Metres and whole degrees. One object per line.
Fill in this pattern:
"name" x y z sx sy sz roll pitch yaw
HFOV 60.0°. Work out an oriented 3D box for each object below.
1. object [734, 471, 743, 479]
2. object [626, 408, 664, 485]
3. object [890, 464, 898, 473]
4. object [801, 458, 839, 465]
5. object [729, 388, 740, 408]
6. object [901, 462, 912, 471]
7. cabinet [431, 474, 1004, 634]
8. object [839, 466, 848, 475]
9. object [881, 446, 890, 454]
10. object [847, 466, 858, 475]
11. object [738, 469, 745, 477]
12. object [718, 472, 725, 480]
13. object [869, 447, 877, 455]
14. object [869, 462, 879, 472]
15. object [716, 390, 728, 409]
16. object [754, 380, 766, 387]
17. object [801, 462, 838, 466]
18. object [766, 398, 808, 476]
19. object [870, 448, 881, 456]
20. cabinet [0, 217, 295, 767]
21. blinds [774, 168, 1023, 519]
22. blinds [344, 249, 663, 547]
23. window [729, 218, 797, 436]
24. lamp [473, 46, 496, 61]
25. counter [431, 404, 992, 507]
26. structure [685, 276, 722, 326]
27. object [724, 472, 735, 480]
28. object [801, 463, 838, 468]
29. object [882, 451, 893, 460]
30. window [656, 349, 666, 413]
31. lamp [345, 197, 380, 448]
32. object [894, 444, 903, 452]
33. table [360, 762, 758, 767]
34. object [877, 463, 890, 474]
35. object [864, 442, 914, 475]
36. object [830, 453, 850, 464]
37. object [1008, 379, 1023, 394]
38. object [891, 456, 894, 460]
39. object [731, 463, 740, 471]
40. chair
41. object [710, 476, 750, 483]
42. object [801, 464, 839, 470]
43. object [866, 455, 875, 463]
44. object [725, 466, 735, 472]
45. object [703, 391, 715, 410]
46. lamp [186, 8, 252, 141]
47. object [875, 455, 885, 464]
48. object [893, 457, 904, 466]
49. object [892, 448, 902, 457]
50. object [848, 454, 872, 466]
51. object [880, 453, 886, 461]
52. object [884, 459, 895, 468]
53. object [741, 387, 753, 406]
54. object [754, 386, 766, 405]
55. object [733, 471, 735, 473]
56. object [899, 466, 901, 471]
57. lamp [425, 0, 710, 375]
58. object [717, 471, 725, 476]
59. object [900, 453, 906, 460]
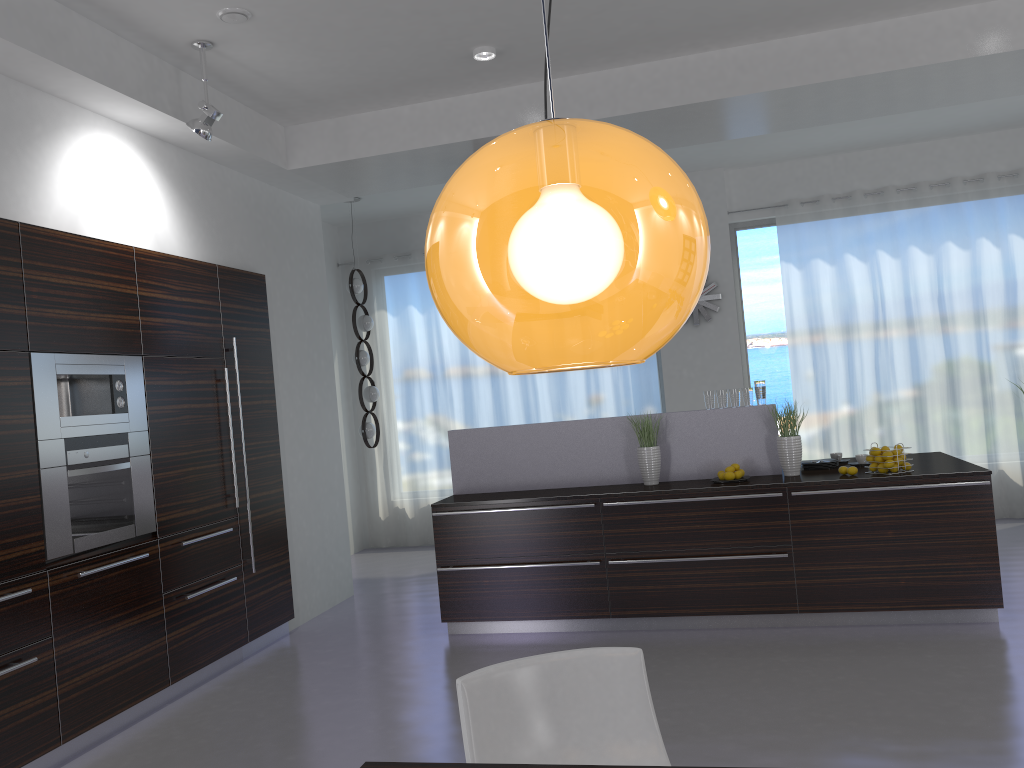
"object" 1.394 0.563 5.480 0.061 0.054 0.052 -5 -1 -9
"object" 0.863 0.398 5.688 0.269 0.502 0.247 -5 -1 14
"object" 2.227 0.491 5.169 0.051 0.053 0.063 -5 -1 22
"object" 1.856 0.462 5.914 0.646 0.147 0.269 -6 -1 39
"object" 1.445 0.091 5.744 0.071 0.119 0.072 -5 -1 -36
"object" 2.309 0.483 5.198 0.062 0.052 0.053 -5 -1 -36
"cabinet" 1.258 1.048 5.920 3.285 0.852 1.377 -5 -1 14
"object" 1.988 0.518 5.313 0.053 0.051 0.063 -5 -1 -17
"object" 2.207 0.392 5.241 0.051 0.053 0.063 -5 -1 16
"object" 2.017 0.515 5.256 0.063 0.051 0.053 -5 -1 18
"object" 1.423 0.557 5.530 0.063 0.053 0.051 -5 -1 -36
"object" 1.313 0.574 5.505 0.063 0.051 0.053 -5 -1 18
"object" 2.159 0.404 5.288 0.052 0.060 0.057 -5 -1 2
"object" 2.148 0.492 5.256 0.060 0.057 0.052 -5 -1 16
"object" 1.367 0.098 5.764 0.071 0.119 0.072 -5 -1 -36
"object" 1.598 0.038 5.705 0.071 0.119 0.072 -5 -1 -36
"object" 2.008 0.521 5.794 0.232 0.020 0.232 -5 -1 18
"object" 1.728 0.318 5.495 0.269 0.502 0.247 -5 -1 -33
"object" 2.148 0.401 5.237 0.053 0.051 0.063 -5 -1 -28
"cabinet" -2.326 0.521 4.502 0.669 2.500 3.600 -5 -1 14
"blinds" 4.005 -0.310 8.084 2.830 3.112 0.120 -5 -1 14
"blinds" -0.115 0.073 9.125 3.245 3.112 0.120 -5 -1 14
"window" 3.701 -0.466 8.390 3.000 2.500 0.100 -5 -1 14
"lamp" -0.159 -1.907 5.118 0.132 0.035 0.132 -5 -1 -13
"counter" 1.242 0.824 5.933 3.291 1.300 1.302 -5 -1 14
"structure" 1.756 -0.814 8.528 0.505 0.505 0.076 -5 -1 14
"object" 1.337 0.567 5.451 0.070 0.058 0.060 -5 -1 13
"object" 2.009 0.531 5.794 0.232 0.020 0.232 -5 -1 23
"object" 2.193 0.419 5.176 0.061 0.052 0.053 -6 -1 27
"window" 0.080 -0.129 9.304 3.000 2.500 0.100 -5 -1 14
"lamp" -1.426 -0.574 8.406 0.180 2.370 0.367 -5 -1 8
"object" 2.283 0.387 5.241 0.050 0.060 0.059 -5 -1 14
"table" 0.584 1.074 1.014 2.046 0.783 1.127 -5 -1 14
"object" 2.181 0.494 5.204 0.064 0.063 0.074 -6 -1 35
"object" 2.221 0.434 5.238 0.189 0.174 0.207 -5 -1 -21
"object" 2.197 0.503 6.004 0.153 0.069 0.153 -4 -1 -42
"object" 4.620 0.525 7.380 0.713 1.334 0.656 -5 -1 14
"object" 2.233 0.451 5.202 0.051 0.053 0.062 -5 -1 22
"object" 1.391 0.519 5.528 0.053 0.048 0.063 -5 -1 -20
"chair" 0.194 1.113 2.103 0.508 0.805 0.620 -5 -1 -16
"object" 1.354 0.593 5.501 0.232 0.020 0.232 -5 -1 23
"object" 2.010 0.541 5.794 0.232 0.020 0.232 -5 -1 23
"object" 2.137 0.446 5.275 0.053 0.051 0.063 -5 -1 -17
"object" 1.350 0.532 5.495 0.061 0.047 0.053 -5 -1 17
"object" 1.289 0.106 5.784 0.072 0.119 0.071 -5 -1 -26
"lamp" -1.502 -1.555 4.543 0.171 0.511 0.605 -4 -1 -44
"object" 2.166 0.444 5.220 0.062 0.053 0.052 -5 -1 -14
"object" 2.252 0.453 5.178 0.061 0.055 0.051 -5 -1 -7
"object" 2.249 0.402 5.184 0.051 0.053 0.063 -6 -1 27
"object" 2.266 0.493 5.740 0.153 0.069 0.153 -5 -1 -12
"object" 2.194 0.439 5.269 0.064 0.053 0.051 -5 -1 17
"object" 2.190 0.465 5.149 0.061 0.054 0.052 -5 -1 -9
"object" 1.523 0.084 5.725 0.071 0.119 0.072 -5 -1 -36
"object" 1.601 0.077 5.705 0.071 0.119 0.072 -5 -1 -36
"object" 1.370 0.566 5.534 0.057 0.060 0.071 -5 -1 16
"object" 2.268 0.490 5.240 0.061 0.055 0.050 -5 -1 -30
"lamp" -0.006 -1.002 1.139 0.359 1.974 0.358 -5 -1 19
"object" 1.318 0.570 5.561 0.052 0.054 0.061 -5 -1 -29
"object" 2.292 0.435 5.221 0.061 0.054 0.053 -5 -1 -30
